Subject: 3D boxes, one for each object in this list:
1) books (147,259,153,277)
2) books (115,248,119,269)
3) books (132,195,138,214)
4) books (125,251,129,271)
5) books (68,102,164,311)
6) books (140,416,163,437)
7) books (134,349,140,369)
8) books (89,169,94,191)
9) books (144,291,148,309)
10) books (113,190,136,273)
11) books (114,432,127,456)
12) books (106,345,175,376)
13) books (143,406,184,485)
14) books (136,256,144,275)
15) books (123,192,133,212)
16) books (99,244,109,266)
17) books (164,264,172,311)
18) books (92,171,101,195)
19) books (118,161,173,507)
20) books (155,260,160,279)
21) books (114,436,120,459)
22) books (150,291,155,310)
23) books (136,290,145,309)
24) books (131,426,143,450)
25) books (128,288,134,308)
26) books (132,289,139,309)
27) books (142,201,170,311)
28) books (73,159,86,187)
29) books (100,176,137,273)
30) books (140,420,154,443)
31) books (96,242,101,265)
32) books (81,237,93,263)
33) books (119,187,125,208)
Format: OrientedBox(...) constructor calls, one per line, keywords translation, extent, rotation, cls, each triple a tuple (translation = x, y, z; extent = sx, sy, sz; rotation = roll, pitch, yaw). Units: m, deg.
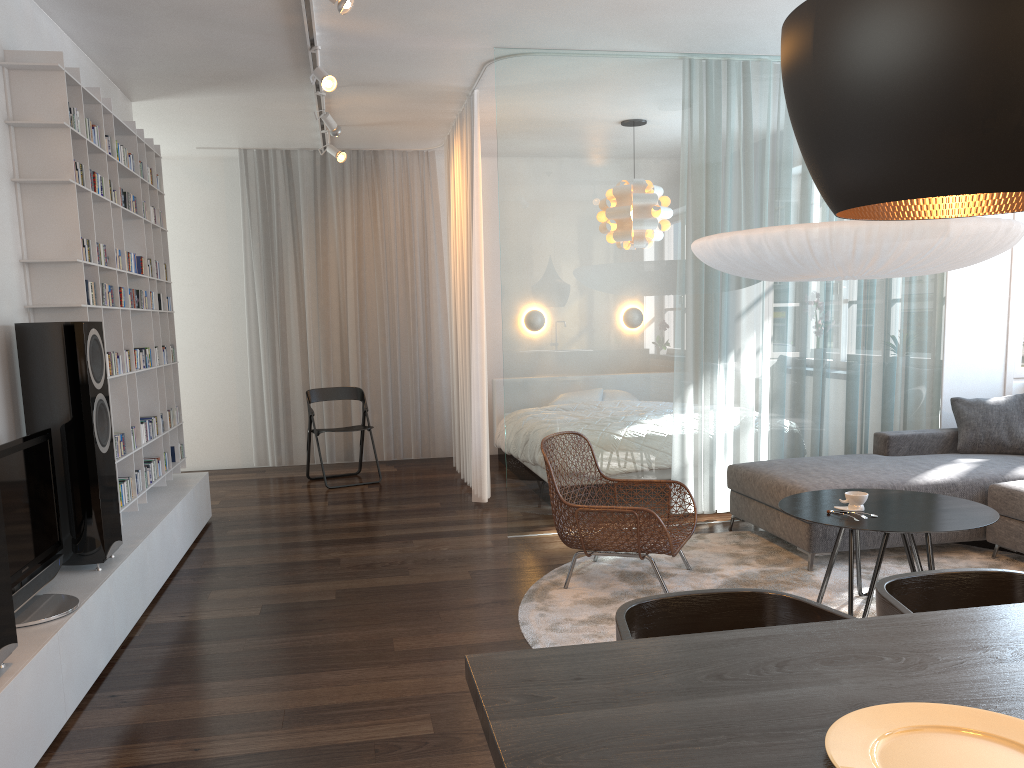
OrientedBox(translation=(-2.167, -0.678, 5.167), extent=(0.102, 0.113, 0.230), rotation=(-3, 5, -10), cls="books")
OrientedBox(translation=(-2.027, -0.627, 4.424), extent=(0.090, 0.109, 0.117), rotation=(-3, 6, -10), cls="books")
OrientedBox(translation=(-2.134, -0.987, 4.900), extent=(0.099, 0.105, 0.131), rotation=(-3, 6, -12), cls="books")
OrientedBox(translation=(-2.068, -0.641, 4.643), extent=(0.090, 0.110, 0.073), rotation=(-3, 7, -10), cls="books")
OrientedBox(translation=(-2.076, -0.827, 4.615), extent=(0.114, 0.865, 1.739), rotation=(-3, 5, -10), cls="books")
OrientedBox(translation=(-2.065, 0.264, 4.874), extent=(0.114, 0.113, 0.759), rotation=(-3, 4, -10), cls="books")
OrientedBox(translation=(-2.061, -0.132, 4.756), extent=(0.090, 0.109, 0.117), rotation=(-3, 6, -10), cls="books")
OrientedBox(translation=(-1.973, -0.930, 4.037), extent=(0.099, 0.105, 0.131), rotation=(-3, 6, -12), cls="books")
OrientedBox(translation=(-2.141, -0.479, 5.083), extent=(0.099, 0.106, 0.143), rotation=(-3, 6, -12), cls="books")
OrientedBox(translation=(-2.079, -0.804, 4.643), extent=(0.100, 0.436, 0.347), rotation=(-3, 7, -11), cls="books")
OrientedBox(translation=(-1.970, 0.300, 4.374), extent=(0.099, 0.105, 0.131), rotation=(-3, 6, -12), cls="books")
OrientedBox(translation=(-2.074, -0.135, 4.804), extent=(0.114, 0.115, 1.909), rotation=(-3, 4, -10), cls="books")
OrientedBox(translation=(-2.144, 0.353, 5.327), extent=(0.114, 0.352, 1.124), rotation=(-3, 5, -10), cls="books")
OrientedBox(translation=(-2.149, -0.833, 5.030), extent=(0.090, 0.436, 0.154), rotation=(-3, 8, -10), cls="books")
OrientedBox(translation=(-2.112, -0.980, 4.787), extent=(0.090, 0.109, 0.117), rotation=(-3, 6, -10), cls="books")
OrientedBox(translation=(-1.996, -0.614, 4.260), extent=(0.090, 0.107, 0.162), rotation=(-3, 6, -10), cls="books")
OrientedBox(translation=(-2.248, -0.614, 5.615), extent=(0.114, 0.303, 0.181), rotation=(-3, 7, -10), cls="books")
OrientedBox(translation=(-1.995, -0.939, 4.162), extent=(0.090, 0.109, 0.117), rotation=(-3, 6, -10), cls="books")
OrientedBox(translation=(-2.081, -0.353, 4.783), extent=(0.114, 1.837, 1.936), rotation=(-3, 6, -10), cls="books")
OrientedBox(translation=(-2.203, -0.598, 5.376), extent=(0.114, 0.303, 0.229), rotation=(-3, 7, -10), cls="books")
OrientedBox(translation=(-1.947, 0.307, 4.262), extent=(0.090, 0.109, 0.117), rotation=(-3, 6, -10), cls="books")
OrientedBox(translation=(-2.163, -0.490, 5.210), extent=(0.090, 0.109, 0.117), rotation=(-3, 6, -10), cls="books")
OrientedBox(translation=(-2.117, -0.472, 4.964), extent=(0.090, 0.109, 0.117), rotation=(-3, 6, -10), cls="books")
OrientedBox(translation=(-2.024, 0.279, 4.655), extent=(0.099, 0.113, 0.266), rotation=(-3, 5, -12), cls="books")
OrientedBox(translation=(-2.067, -0.452, 4.689), extent=(0.099, 0.105, 0.131), rotation=(-3, 6, -12), cls="books")
OrientedBox(translation=(-2.093, -0.462, 4.835), extent=(0.090, 0.107, 0.162), rotation=(-3, 6, -10), cls="books")
OrientedBox(translation=(-2.216, -0.764, 5.398), extent=(0.114, 0.632, 0.564), rotation=(-3, 7, -10), cls="books")
OrientedBox(translation=(-2.017, -0.784, 4.316), extent=(0.102, 0.435, 1.115), rotation=(-3, 5, -10), cls="books")
OrientedBox(translation=(-2.061, -0.803, 4.547), extent=(0.101, 0.442, 0.616), rotation=(-3, 6, -11), cls="books")
OrientedBox(translation=(-2.071, 0.262, 4.903), extent=(0.114, 0.113, 0.232), rotation=(-3, 5, -10), cls="books")
OrientedBox(translation=(-1.965, -0.603, 4.089), extent=(0.099, 0.105, 0.131), rotation=(-3, 6, -12), cls="books")
OrientedBox(translation=(-1.945, -0.595, 3.978), extent=(0.102, 0.105, 0.381), rotation=(-3, 5, -10), cls="books")
OrientedBox(translation=(-2.080, -0.968, 4.613), extent=(0.090, 0.105, 0.073), rotation=(-3, 7, -10), cls="books")
